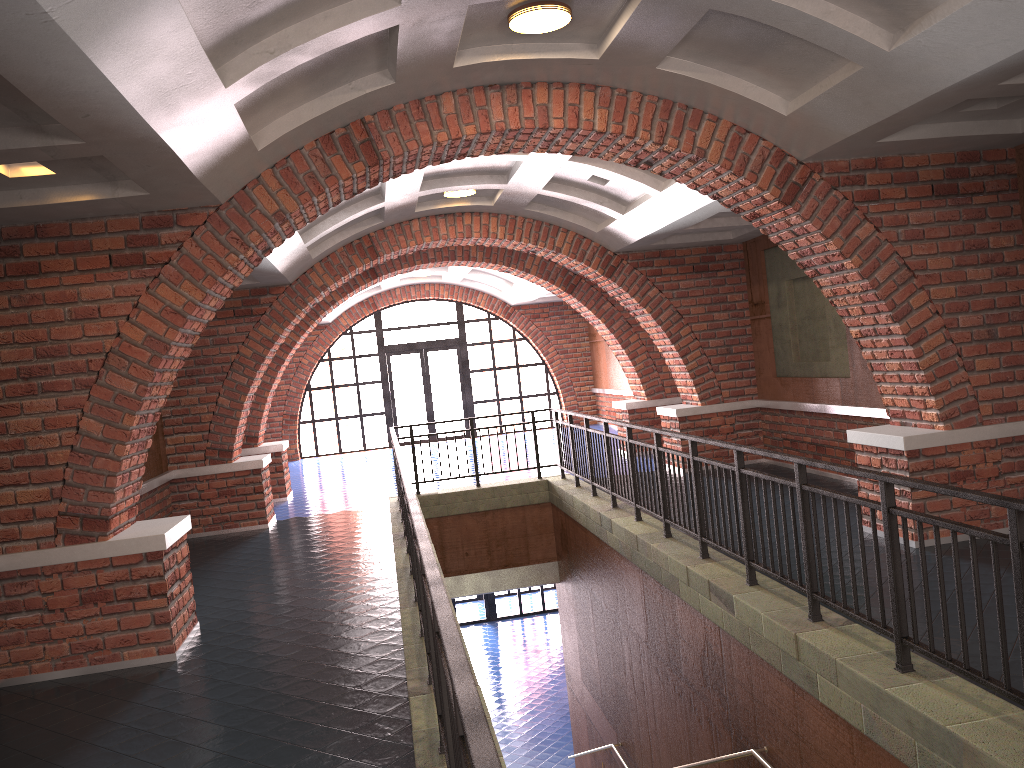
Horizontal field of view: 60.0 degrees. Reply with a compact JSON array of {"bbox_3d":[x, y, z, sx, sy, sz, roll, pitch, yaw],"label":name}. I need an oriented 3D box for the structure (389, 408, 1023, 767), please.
[{"bbox_3d":[0.593,3.323,6.683,2.464,5.665,11.177,-6,2,-9],"label":"structure"}]

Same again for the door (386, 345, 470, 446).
[{"bbox_3d":[-1.981,0.273,20.967,1.754,2.236,0.040,-6,2,-9],"label":"door"}]

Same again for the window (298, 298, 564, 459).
[{"bbox_3d":[-1.990,-0.297,20.954,6.353,3.471,0.100,-6,2,-9],"label":"window"}]

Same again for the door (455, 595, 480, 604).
[{"bbox_3d":[-1.804,4.671,23.086,1.754,2.236,0.040,-6,2,-9],"label":"door"}]

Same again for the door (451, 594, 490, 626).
[{"bbox_3d":[-1.498,4.695,21.089,1.754,2.236,0.040,-6,2,-9],"label":"door"}]

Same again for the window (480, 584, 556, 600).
[{"bbox_3d":[-1.818,4.049,23.071,6.353,3.471,0.100,-6,2,-9],"label":"window"}]

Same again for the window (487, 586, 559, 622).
[{"bbox_3d":[-1.513,4.073,21.074,6.353,3.471,0.100,-6,2,-9],"label":"window"}]
